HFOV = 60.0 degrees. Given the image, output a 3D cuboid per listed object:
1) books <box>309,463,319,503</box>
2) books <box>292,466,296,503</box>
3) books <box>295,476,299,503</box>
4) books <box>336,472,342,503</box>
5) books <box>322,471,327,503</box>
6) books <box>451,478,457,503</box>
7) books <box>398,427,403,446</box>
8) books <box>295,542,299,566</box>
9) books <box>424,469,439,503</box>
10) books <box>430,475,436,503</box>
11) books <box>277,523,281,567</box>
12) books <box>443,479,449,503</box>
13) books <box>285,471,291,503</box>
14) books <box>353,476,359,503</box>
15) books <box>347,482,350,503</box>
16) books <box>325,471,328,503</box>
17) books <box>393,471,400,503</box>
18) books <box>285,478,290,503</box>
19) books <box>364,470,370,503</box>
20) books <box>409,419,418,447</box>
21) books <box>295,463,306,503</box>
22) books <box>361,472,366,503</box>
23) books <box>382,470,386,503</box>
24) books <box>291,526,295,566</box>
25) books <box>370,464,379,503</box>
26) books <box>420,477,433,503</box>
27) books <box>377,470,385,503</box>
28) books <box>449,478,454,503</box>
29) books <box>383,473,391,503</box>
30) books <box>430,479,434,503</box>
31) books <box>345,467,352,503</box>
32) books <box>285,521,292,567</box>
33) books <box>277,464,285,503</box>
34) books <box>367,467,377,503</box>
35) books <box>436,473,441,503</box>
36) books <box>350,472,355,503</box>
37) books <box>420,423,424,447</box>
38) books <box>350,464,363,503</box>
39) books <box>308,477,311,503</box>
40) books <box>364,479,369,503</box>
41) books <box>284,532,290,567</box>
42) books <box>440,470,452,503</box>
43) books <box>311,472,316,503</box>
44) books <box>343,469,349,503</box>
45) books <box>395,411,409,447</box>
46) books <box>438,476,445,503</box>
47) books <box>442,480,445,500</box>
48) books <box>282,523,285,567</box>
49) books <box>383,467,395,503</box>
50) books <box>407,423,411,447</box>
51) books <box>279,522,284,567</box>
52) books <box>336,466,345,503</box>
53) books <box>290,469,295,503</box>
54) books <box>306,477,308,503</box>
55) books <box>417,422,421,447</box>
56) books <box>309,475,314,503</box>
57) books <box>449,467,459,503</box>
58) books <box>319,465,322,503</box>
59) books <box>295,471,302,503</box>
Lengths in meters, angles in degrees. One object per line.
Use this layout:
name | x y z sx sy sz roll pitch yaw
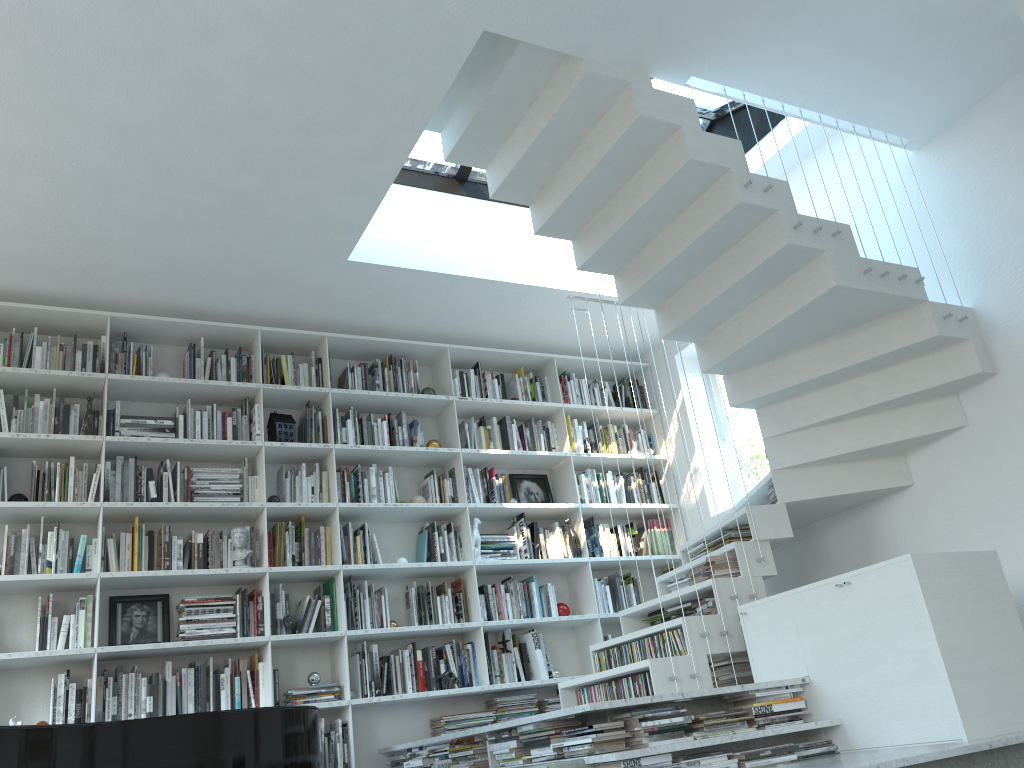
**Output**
books | -1.201 0.642 5.380 0.028 0.292 0.155 4 -25 -28
books | -1.320 0.643 5.317 0.019 0.274 0.146 4 -25 -28
books | -1.306 0.675 5.308 0.023 0.206 0.171 4 -25 -28
books | -1.083 0.679 5.446 0.030 0.241 0.139 4 -25 -28
books | -1.159 0.666 5.369 0.028 0.229 0.177 4 -25 -28
books | -0.404 0.738 5.778 0.012 0.205 0.170 4 -25 -28
books | -0.751 0.393 5.754 0.027 0.181 0.177 4 -25 -28
books | -1.271 1.028 5.173 0.030 0.180 0.132 4 -25 -28
books | -0.517 0.702 5.732 0.015 0.266 0.164 4 -25 -28
books | -0.532 0.722 5.729 0.012 0.231 0.154 4 -25 -28
books | -1.366 0.964 5.133 0.035 0.292 0.145 4 -25 -28
books | -0.454 0.739 5.758 0.013 0.201 0.174 4 -25 -28
books | -1.348 0.658 5.299 0.024 0.241 0.160 4 -25 -28
books | -0.985 0.694 5.481 0.026 0.215 0.162 4 -25 -28
books | -1.028 0.709 5.452 0.021 0.178 0.137 4 -25 -28
books | -1.150 0.670 5.391 0.026 0.237 0.173 4 -25 -28
books | -0.758 0.697 5.617 0.034 0.253 0.161 4 -25 -28
books | -1.352 0.674 5.263 0.028 0.185 0.182 4 -25 -28
books | -0.919 0.682 5.528 0.011 0.255 0.132 4 -25 -28
books | -0.662 0.371 5.803 0.054 0.234 0.172 4 -25 -28
books | -1.270 0.635 5.315 0.028 0.274 0.187 4 -25 -28
books | -0.947 0.682 5.493 0.022 0.236 0.165 4 -25 -28
books | -0.834 0.688 5.581 0.024 0.261 0.134 4 -25 -28
books | -1.298 0.981 5.177 0.035 0.277 0.139 4 -25 -28
books | -0.878 0.668 5.559 0.027 0.294 0.160 4 -25 -28
books | -0.550 0.728 5.722 0.015 0.219 0.140 4 -25 -28
books | -0.845 0.687 5.550 0.025 0.243 0.184 4 -25 -28
books | -0.424 0.735 5.763 0.013 0.203 0.174 4 -25 -28
books | -0.806 0.698 5.575 0.021 0.231 0.183 4 -25 -28
books | -0.538 0.734 5.721 0.005 0.204 0.154 4 -25 -28
books | -1.027 0.668 5.493 0.014 0.282 0.136 4 -25 -28
books | -1.306 0.963 5.153 0.019 0.293 0.164 4 -25 -28
books | -1.380 0.636 5.293 0.018 0.284 0.160 4 -25 -28
books | -0.890 0.670 5.519 0.030 0.262 0.183 4 -25 -28
books | -0.507 0.718 5.744 0.016 0.242 0.152 4 -25 -28
books | -1.003 0.683 5.475 0.013 0.235 0.158 4 -25 -28
books | -0.621 0.388 5.851 0.026 0.228 0.141 4 -25 -28
books | -0.963 0.658 5.487 0.014 0.279 0.178 4 -25 -28
books | -1.240 0.679 5.328 0.027 0.195 0.185 4 -25 -28
books | -0.927 0.707 5.503 0.025 0.193 0.171 4 -25 -28
books | -1.318 0.991 5.136 0.015 0.231 0.180 4 -25 -28
books | -0.440 0.711 5.767 0.016 0.256 0.176 4 -25 -28
books | -1.211 0.668 5.359 0.024 0.233 0.150 4 -25 -28
books | -1.042 0.671 5.447 0.014 0.246 0.177 4 -25 -28
books | -0.727 0.342 5.776 0.029 0.284 0.184 4 -25 -28
books | -0.482 0.728 5.755 0.016 0.227 0.161 4 -25 -28
books | -0.470 0.741 5.762 0.012 0.205 0.138 4 -25 -28
books | -1.344 0.966 5.145 0.035 0.292 0.145 4 -25 -28
books | -0.783 0.676 5.583 0.024 0.271 0.170 4 -25 -28
books | -0.703 0.383 5.788 0.030 0.212 0.157 4 -25 -28
books | -1.348 0.959 5.127 0.035 0.292 0.145 4 -25 -28
books | -1.064 0.663 5.459 0.014 0.277 0.154 4 -25 -28
books | -1.331 0.654 5.304 0.028 0.249 0.165 4 -25 -28
books | -1.255 0.677 5.316 0.024 0.194 0.173 4 -25 -28
books | -0.645 0.385 5.817 0.048 0.215 0.183 4 -25 -28
books | -1.223 0.674 5.341 0.029 0.210 0.158 4 -25 -28
books | -0.399 0.703 5.790 0.005 0.276 0.183 4 -25 -28
books | -1.185 0.650 5.383 0.025 0.276 0.173 4 -25 -28
books | -1.292 0.660 5.317 0.023 0.235 0.179 4 -25 -28
